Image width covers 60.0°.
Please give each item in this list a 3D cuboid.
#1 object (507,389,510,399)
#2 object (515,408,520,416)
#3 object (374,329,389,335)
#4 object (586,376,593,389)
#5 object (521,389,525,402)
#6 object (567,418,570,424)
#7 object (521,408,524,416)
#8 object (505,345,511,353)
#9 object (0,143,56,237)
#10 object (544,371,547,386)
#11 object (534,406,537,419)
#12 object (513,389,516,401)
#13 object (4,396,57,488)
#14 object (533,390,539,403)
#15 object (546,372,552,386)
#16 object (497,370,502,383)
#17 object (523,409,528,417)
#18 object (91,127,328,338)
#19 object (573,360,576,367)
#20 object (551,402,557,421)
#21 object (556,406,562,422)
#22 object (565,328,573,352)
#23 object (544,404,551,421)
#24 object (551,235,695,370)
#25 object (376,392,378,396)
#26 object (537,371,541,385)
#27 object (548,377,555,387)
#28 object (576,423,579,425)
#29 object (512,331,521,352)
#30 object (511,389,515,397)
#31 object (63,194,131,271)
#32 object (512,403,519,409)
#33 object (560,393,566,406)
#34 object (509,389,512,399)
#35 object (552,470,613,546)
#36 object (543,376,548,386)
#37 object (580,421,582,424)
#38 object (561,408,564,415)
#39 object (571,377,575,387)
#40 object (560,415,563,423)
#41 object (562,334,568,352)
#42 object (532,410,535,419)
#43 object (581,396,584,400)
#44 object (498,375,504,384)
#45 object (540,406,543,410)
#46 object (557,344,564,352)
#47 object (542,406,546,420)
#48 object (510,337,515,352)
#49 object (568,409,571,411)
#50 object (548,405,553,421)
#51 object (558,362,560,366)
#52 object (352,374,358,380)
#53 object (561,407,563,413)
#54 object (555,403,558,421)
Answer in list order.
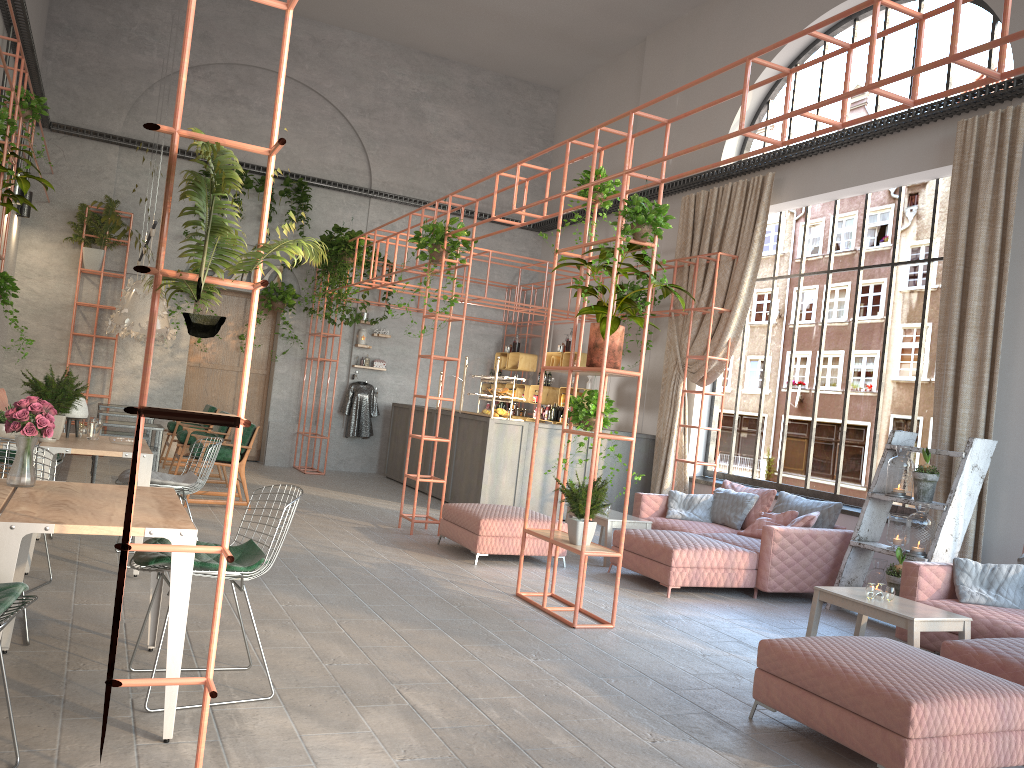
[{"bbox_3d":[-0.048,0.178,14.849,0.069,0.191,0.069,6,-1,17],"label":"object"},{"bbox_3d":[0.095,0.464,14.650,0.073,0.131,0.073,7,-1,-32],"label":"object"},{"bbox_3d":[-2.212,-0.888,15.025,0.263,0.101,0.013,7,-1,-25],"label":"object"},{"bbox_3d":[1.118,-0.057,12.797,0.075,0.273,0.075,7,-1,-36],"label":"object"},{"bbox_3d":[0.229,0.191,14.358,0.131,0.207,0.131,6,-1,20],"label":"object"},{"bbox_3d":[0.818,0.522,12.957,0.115,0.107,0.115,6,-1,31],"label":"object"},{"bbox_3d":[0.166,0.476,14.836,0.073,0.131,0.073,6,-1,7],"label":"object"},{"bbox_3d":[-0.075,-0.594,15.139,0.088,0.123,0.088,6,-1,31],"label":"object"},{"bbox_3d":[-4.470,-1.645,7.636,0.934,0.947,0.903,6,-1,27],"label":"object"},{"bbox_3d":[0.516,-0.111,13.947,0.066,0.291,0.066,7,-1,-18],"label":"object"},{"bbox_3d":[0.393,0.441,13.840,0.070,0.209,0.070,6,-1,25],"label":"object"},{"bbox_3d":[0.059,0.185,14.619,0.069,0.191,0.069,7,-1,-8],"label":"object"},{"bbox_3d":[-2.203,0.261,4.037,0.213,0.414,0.225,7,-1,-33],"label":"object"},{"bbox_3d":[0.402,0.202,13.951,0.131,0.207,0.131,6,-1,20],"label":"object"},{"bbox_3d":[0.590,-0.102,13.979,0.066,0.291,0.066,6,-1,15],"label":"object"},{"bbox_3d":[-0.220,-0.157,15.719,0.066,0.291,0.066,6,-1,15],"label":"object"},{"bbox_3d":[0.222,0.480,14.715,0.073,0.131,0.073,7,-1,-2],"label":"object"},{"bbox_3d":[-0.946,-0.464,2.634,0.894,1.100,0.900,6,-1,4],"label":"object"},{"bbox_3d":[0.976,-0.304,13.060,0.137,0.261,0.137,6,-1,11],"label":"object"},{"bbox_3d":[0.637,0.417,13.367,0.066,0.291,0.066,8,-2,-41],"label":"object"},{"bbox_3d":[0.715,0.432,13.410,0.065,0.280,0.065,6,-1,18],"label":"object"},{"bbox_3d":[0.890,-0.653,13.435,0.134,0.386,0.134,7,-1,-36],"label":"object"},{"bbox_3d":[0.557,0.434,13.532,0.072,0.248,0.094,7,-1,-25],"label":"object"},{"bbox_3d":[0.772,-0.568,6.275,0.923,0.946,0.924,6,-1,31],"label":"object"},{"bbox_3d":[-2.293,0.168,15.078,0.033,0.146,0.070,6,-2,36],"label":"object"},{"bbox_3d":[0.447,-0.119,13.914,0.066,0.291,0.066,6,-1,35],"label":"object"},{"bbox_3d":[0.615,-0.029,13.877,0.115,0.147,0.115,7,-1,-16],"label":"object"},{"bbox_3d":[0.929,0.536,13.009,0.115,0.107,0.115,7,-1,-19],"label":"object"},{"bbox_3d":[0.080,-0.708,15.174,0.134,0.386,0.134,6,-1,9],"label":"object"},{"bbox_3d":[0.021,0.183,14.701,0.069,0.191,0.069,6,-1,11],"label":"object"},{"bbox_3d":[-6.032,-2.195,12.930,0.900,1.101,0.894,6,-1,34],"label":"object"},{"bbox_3d":[0.052,0.369,14.784,0.115,0.107,0.115,6,-1,1],"label":"object"},{"bbox_3d":[0.762,0.233,13.110,0.069,0.191,0.069,7,-1,-13],"label":"object"},{"bbox_3d":[-0.013,0.180,14.774,0.069,0.191,0.069,6,-1,17],"label":"object"},{"bbox_3d":[0.505,0.878,6.295,0.438,0.527,0.368,7,-1,-25],"label":"object"},{"bbox_3d":[0.497,-0.043,13.822,0.115,0.147,0.115,7,-1,-16],"label":"object"},{"bbox_3d":[1.032,0.535,12.976,0.073,0.131,0.073,7,-1,-32],"label":"object"},{"bbox_3d":[0.788,0.438,13.447,0.074,0.287,0.072,6,-1,7],"label":"object"},{"bbox_3d":[0.889,-0.023,12.981,0.083,0.159,0.083,6,-1,20],"label":"object"},{"bbox_3d":[0.763,0.519,13.075,0.115,0.107,0.115,7,-1,-28],"label":"object"},{"bbox_3d":[0.837,-0.613,13.622,0.134,0.301,0.134,7,-1,-36],"label":"object"},{"bbox_3d":[0.362,0.479,13.922,0.073,0.131,0.073,6,-1,30],"label":"object"},{"bbox_3d":[1.039,0.246,12.618,0.131,0.207,0.131,6,-1,20],"label":"object"},{"bbox_3d":[-0.195,-0.084,15.617,0.115,0.147,0.115,6,-1,20],"label":"object"},{"bbox_3d":[0.460,0.449,13.870,0.070,0.209,0.070,6,-1,23],"label":"object"},{"bbox_3d":[0.734,-0.539,13.400,0.088,0.123,0.088,6,-1,31],"label":"object"},{"bbox_3d":[0.504,0.445,13.627,0.073,0.219,0.105,7,-1,-19],"label":"object"},{"bbox_3d":[0.027,-0.668,15.362,0.134,0.301,0.134,7,-1,-36],"label":"object"},{"bbox_3d":[0.862,0.424,13.044,0.115,0.107,0.115,6,-1,31],"label":"object"},{"bbox_3d":[0.595,0.436,13.439,0.082,0.246,0.082,6,-1,8],"label":"object"},{"bbox_3d":[0.753,-0.264,13.377,0.123,0.142,0.141,7,-1,-25],"label":"object"},{"bbox_3d":[-2.636,-0.131,14.901,0.093,0.121,0.049,7,-1,-23],"label":"object"},{"bbox_3d":[0.752,0.439,13.523,0.065,0.280,0.065,6,-1,2],"label":"object"},{"bbox_3d":[0.674,0.426,13.481,0.074,0.287,0.072,6,-1,7],"label":"object"}]
